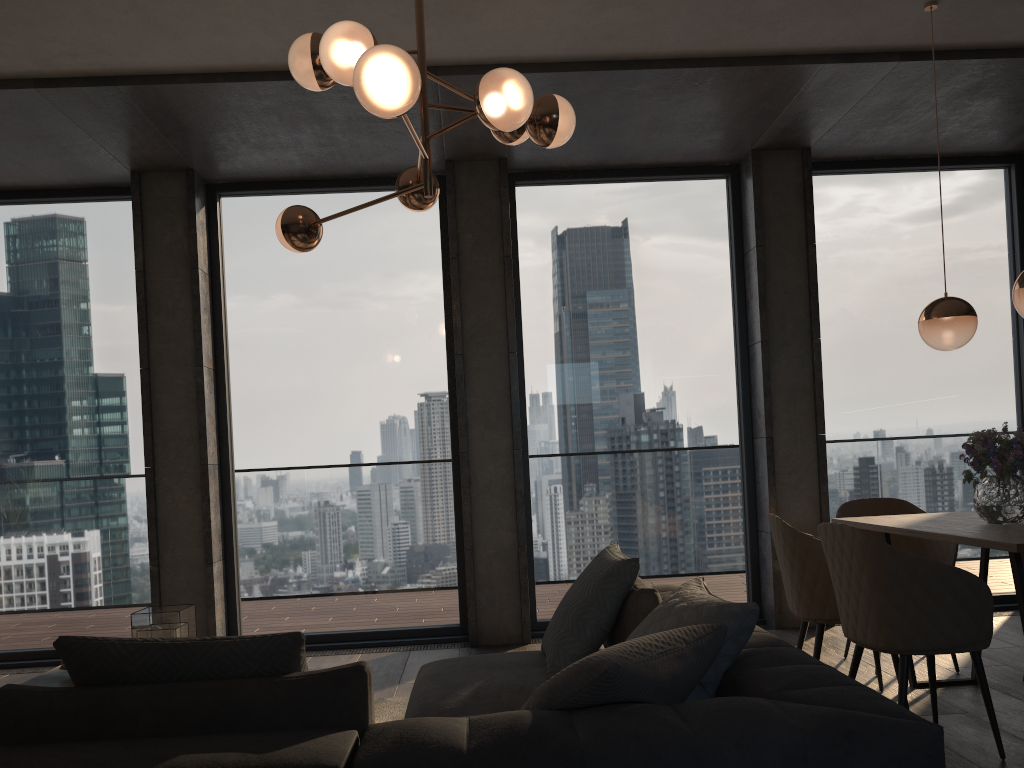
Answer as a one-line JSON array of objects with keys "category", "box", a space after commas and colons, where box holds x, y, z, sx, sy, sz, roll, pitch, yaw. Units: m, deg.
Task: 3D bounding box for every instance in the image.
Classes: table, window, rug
[{"category": "table", "box": [-1.516, 1.343, 3.571, 0.930, 0.308, 0.934, -3, -5, -3]}, {"category": "window", "box": [-0.158, 0.142, 5.726, 7.262, 2.999, 0.199, -3, 0, -2]}, {"category": "rug", "box": [-1.072, 1.458, 3.348, 3.142, 0.020, 1.737, -3, -5, -2]}, {"category": "table", "box": [1.980, 0.947, 3.561, 0.768, 0.767, 1.473, -3, -4, -3]}]

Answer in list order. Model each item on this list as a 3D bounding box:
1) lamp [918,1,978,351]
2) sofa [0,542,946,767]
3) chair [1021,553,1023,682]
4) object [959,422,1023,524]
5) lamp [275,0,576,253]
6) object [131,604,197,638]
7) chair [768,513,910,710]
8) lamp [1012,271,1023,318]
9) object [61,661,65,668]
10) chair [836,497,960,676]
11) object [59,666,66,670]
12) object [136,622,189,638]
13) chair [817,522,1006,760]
[{"category": "lamp", "box": [1.901, -0.917, 3.923, 0.239, 1.543, 0.239, -3, 0, 3]}, {"category": "sofa", "box": [-0.638, 0.973, 2.543, 2.909, 0.782, 2.032, -3, -5, -3]}, {"category": "chair", "box": [2.552, 0.912, 3.849, 0.510, 0.835, 0.557, -3, -2, -8]}, {"category": "object", "box": [1.981, 0.356, 3.553, 0.328, 0.408, 0.299, -1, -2, -32]}, {"category": "lamp", "box": [-0.278, -1.127, 3.220, 1.013, 1.036, 1.471, -2, -4, -26]}, {"category": "object", "box": [-1.438, 1.062, 3.663, 0.196, 0.260, 0.200, -3, -2, -3]}, {"category": "chair", "box": [1.399, 0.967, 3.818, 0.510, 0.835, 0.556, -3, -2, 7]}, {"category": "lamp", "box": [1.930, -0.985, 3.224, 0.238, 1.543, 0.239, -3, 0, -27]}, {"category": "object", "box": [-1.721, 1.172, 3.711, 0.323, 0.072, 0.279, -2, -5, -13]}, {"category": "chair", "box": [1.942, 1.002, 4.478, 0.555, 0.835, 0.511, -3, -2, 2]}, {"category": "object", "box": [-1.713, 1.170, 3.713, 0.346, 0.084, 0.349, 0, -6, -25]}, {"category": "object", "box": [-1.361, 1.059, 3.458, 0.150, 0.220, 0.149, -3, -2, -3]}, {"category": "chair", "box": [1.428, 0.907, 3.206, 0.510, 0.835, 0.557, -3, -2, -8]}]
